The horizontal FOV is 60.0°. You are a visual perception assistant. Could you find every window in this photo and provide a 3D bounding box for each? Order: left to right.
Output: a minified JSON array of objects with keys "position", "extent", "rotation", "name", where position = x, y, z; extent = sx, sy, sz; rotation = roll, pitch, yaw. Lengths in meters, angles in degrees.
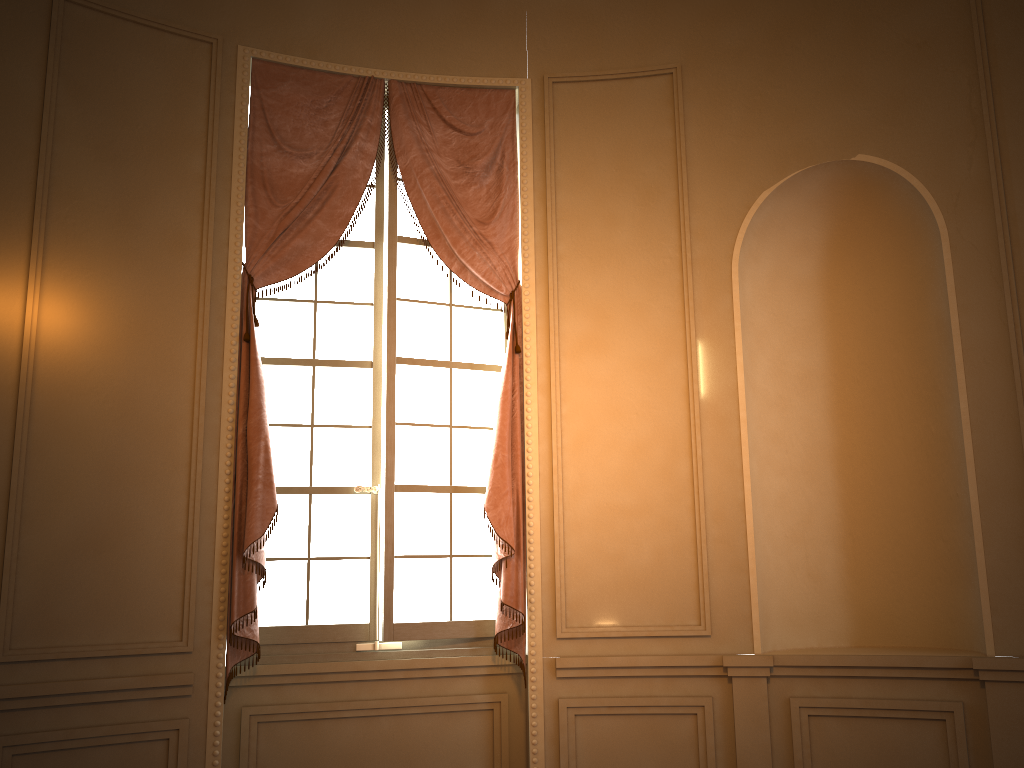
[{"position":[-0.629,-0.112,4.334],"extent":[1.323,2.816,0.152],"rotation":[2,-11,-13],"name":"window"}]

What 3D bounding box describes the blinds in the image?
[{"position":[-0.575,-0.098,4.106],"extent":[1.347,2.955,0.285],"rotation":[2,-11,-14],"name":"blinds"}]
